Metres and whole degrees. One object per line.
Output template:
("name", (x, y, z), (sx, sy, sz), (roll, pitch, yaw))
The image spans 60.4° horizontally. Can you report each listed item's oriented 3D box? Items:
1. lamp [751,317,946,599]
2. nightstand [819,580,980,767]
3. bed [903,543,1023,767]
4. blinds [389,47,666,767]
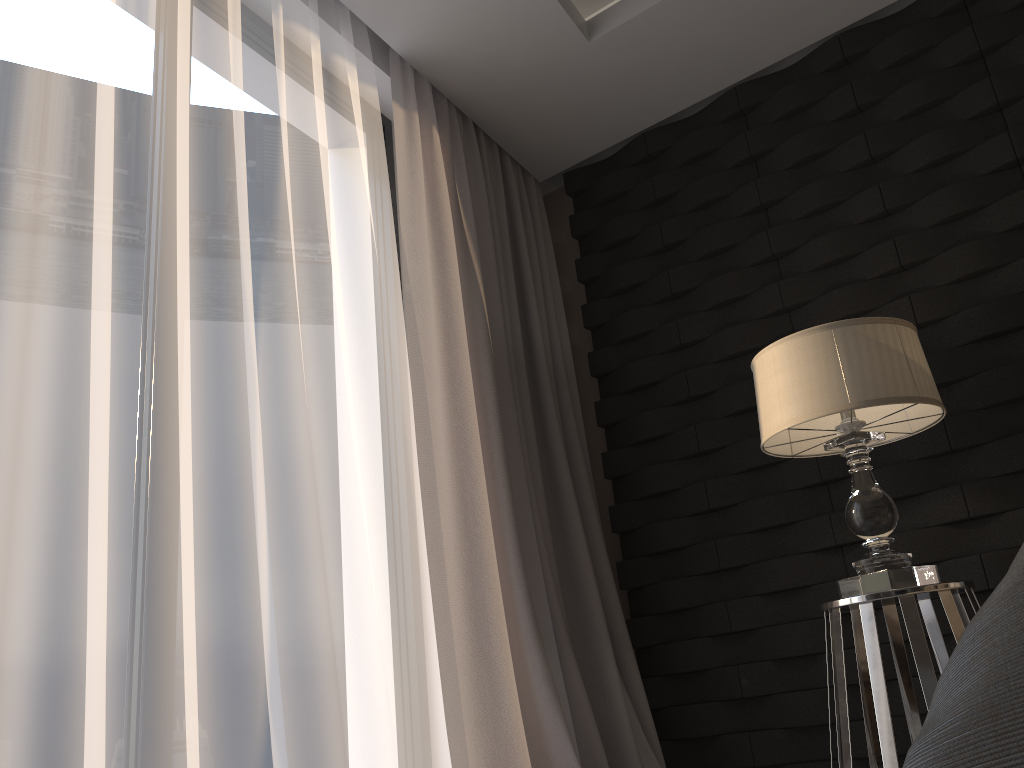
("lamp", (0.875, 0.208, 2.213), (0.484, 0.630, 0.448), (1, -21, -21))
("nightstand", (0.944, 0.783, 2.000), (0.580, 0.603, 0.522), (10, -26, -40))
("bed", (1.592, 0.231, 0.752), (2.182, 0.623, 2.408), (-21, -23, 33))
("blinds", (0.078, 0.123, 2.849), (0.326, 2.637, 1.042), (-16, -21, 26))
